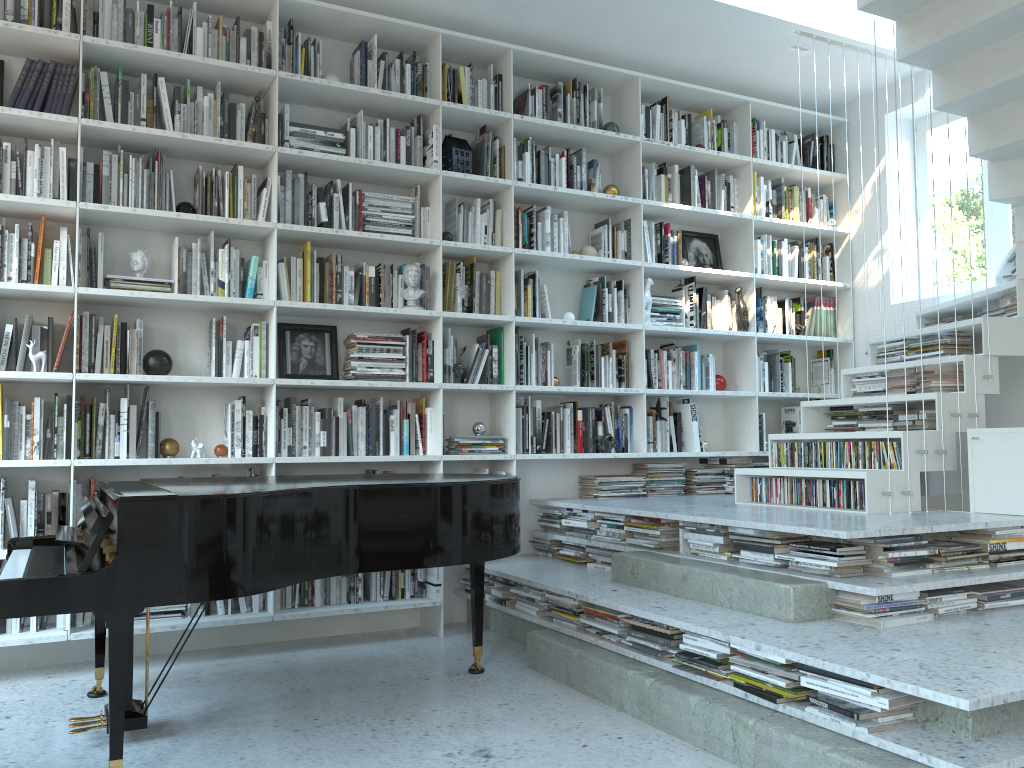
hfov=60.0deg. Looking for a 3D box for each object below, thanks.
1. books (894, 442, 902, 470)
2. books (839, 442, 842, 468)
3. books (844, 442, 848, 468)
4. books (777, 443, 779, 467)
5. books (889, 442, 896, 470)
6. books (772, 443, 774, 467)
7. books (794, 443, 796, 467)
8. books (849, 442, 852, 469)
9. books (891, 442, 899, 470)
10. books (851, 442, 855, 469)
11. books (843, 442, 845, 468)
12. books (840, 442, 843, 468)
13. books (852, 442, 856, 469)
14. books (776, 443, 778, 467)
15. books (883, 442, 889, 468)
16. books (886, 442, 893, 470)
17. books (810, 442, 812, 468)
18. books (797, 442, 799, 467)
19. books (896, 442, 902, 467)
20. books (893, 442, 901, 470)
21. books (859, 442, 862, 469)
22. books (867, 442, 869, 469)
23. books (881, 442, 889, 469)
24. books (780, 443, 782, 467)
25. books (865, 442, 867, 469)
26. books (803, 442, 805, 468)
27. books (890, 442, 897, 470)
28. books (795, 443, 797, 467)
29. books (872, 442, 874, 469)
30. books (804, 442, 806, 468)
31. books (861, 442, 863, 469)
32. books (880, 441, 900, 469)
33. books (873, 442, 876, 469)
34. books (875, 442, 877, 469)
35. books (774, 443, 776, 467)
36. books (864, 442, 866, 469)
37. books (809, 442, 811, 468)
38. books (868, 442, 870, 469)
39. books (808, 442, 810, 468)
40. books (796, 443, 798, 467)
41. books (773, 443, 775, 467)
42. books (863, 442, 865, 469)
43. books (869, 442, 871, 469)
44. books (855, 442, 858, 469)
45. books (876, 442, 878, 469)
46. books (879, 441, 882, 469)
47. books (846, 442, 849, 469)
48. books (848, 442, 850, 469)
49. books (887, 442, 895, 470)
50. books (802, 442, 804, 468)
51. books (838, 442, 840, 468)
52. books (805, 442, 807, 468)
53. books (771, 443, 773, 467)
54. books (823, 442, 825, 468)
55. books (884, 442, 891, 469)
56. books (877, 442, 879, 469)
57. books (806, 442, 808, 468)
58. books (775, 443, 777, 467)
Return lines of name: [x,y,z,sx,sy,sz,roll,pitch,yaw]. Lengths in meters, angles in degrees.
books: [1.758,0.319,3.940,0.125,0.123,0.036,1,-4,-27]
books: [1.610,0.339,4.231,0.125,0.125,0.009,1,-4,-27]
books: [1.624,0.337,4.204,0.125,0.125,0.016,1,-4,-27]
books: [1.426,0.367,4.594,0.125,0.125,0.009,1,-4,-27]
books: [1.744,0.321,3.968,0.125,0.123,0.035,1,-4,-27]
books: [1.409,0.369,4.627,0.125,0.125,0.008,1,-4,-27]
books: [1.478,0.359,4.493,0.125,0.125,0.010,1,-4,-27]
books: [1.639,0.335,4.176,0.125,0.125,0.007,1,-4,-27]
books: [1.751,0.320,3.954,0.125,0.123,0.035,1,-4,-27]
books: [1.643,0.334,4.167,0.125,0.125,0.012,1,-4,-27]
books: [1.619,0.338,4.213,0.125,0.125,0.009,1,-4,-27]
books: [1.615,0.338,4.222,0.125,0.125,0.011,1,-4,-27]
books: [1.648,0.334,4.158,0.125,0.125,0.018,1,-4,-27]
books: [1.423,0.367,4.600,0.125,0.125,0.008,1,-4,-27]
books: [1.730,0.323,3.996,0.125,0.123,0.035,1,-4,-27]
books: [1.738,0.322,3.981,0.125,0.123,0.034,1,-4,-27]
books: [1.527,0.352,4.396,0.125,0.125,0.008,1,-4,-27]
books: [1.489,0.357,4.471,0.125,0.125,0.009,1,-4,-27]
books: [1.762,0.318,3.933,0.125,0.123,0.034,1,-4,-27]
books: [1.755,0.319,3.947,0.125,0.123,0.034,1,-4,-27]
books: [1.664,0.331,4.125,0.125,0.125,0.008,1,-4,-27]
books: [1.683,0.328,4.088,0.125,0.125,0.008,1,-4,-27]
books: [1.726,0.323,4.003,0.125,0.123,0.034,1,-4,-27]
books: [1.433,0.365,4.580,0.125,0.125,0.008,1,-4,-27]
books: [1.680,0.329,4.094,0.125,0.125,0.007,1,-4,-27]
books: [1.506,0.355,4.436,0.125,0.125,0.008,1,-4,-27]
books: [1.748,0.320,3.961,0.125,0.123,0.036,1,-4,-27]
books: [1.481,0.358,4.485,0.125,0.125,0.007,1,-4,-27]
books: [1.696,0.326,4.063,0.125,0.125,0.010,1,-4,-27]
books: [1.510,0.354,4.429,0.125,0.125,0.008,1,-4,-27]
books: [1.669,0.330,4.117,0.125,0.125,0.010,1,-4,-27]
books: [1.718,0.323,4.019,0.125,0.125,0.011,1,-4,-27]
books: [1.700,0.326,4.055,0.125,0.125,0.008,1,-4,-27]
books: [1.704,0.325,4.048,0.125,0.125,0.008,1,-4,-27]
books: [1.416,0.368,4.613,0.125,0.125,0.008,1,-4,-27]
books: [1.677,0.329,4.101,0.125,0.125,0.007,1,-4,-27]
books: [1.523,0.352,4.402,0.125,0.125,0.008,1,-4,-27]
books: [1.687,0.328,4.081,0.125,0.125,0.008,1,-4,-27]
books: [1.520,0.352,4.409,0.125,0.125,0.007,1,-4,-27]
books: [1.485,0.358,4.477,0.125,0.125,0.009,1,-4,-27]
books: [1.412,0.369,4.621,0.125,0.125,0.009,1,-4,-27]
books: [1.673,0.330,4.108,0.125,0.125,0.009,1,-4,-27]
books: [1.690,0.327,4.075,0.125,0.125,0.008,1,-4,-27]
books: [1.654,0.332,4.146,0.125,0.125,0.009,1,-4,-27]
books: [1.707,0.325,4.041,0.125,0.125,0.008,1,-4,-27]
books: [1.714,0.324,4.028,0.125,0.125,0.008,1,-4,-27]
books: [1.631,0.336,4.191,0.125,0.125,0.013,1,-4,-27]
books: [1.635,0.335,4.183,0.125,0.125,0.009,1,-4,-27]
books: [1.741,0.321,3.975,0.125,0.123,0.034,1,-4,-27]
books: [1.503,0.355,4.443,0.125,0.125,0.008,1,-4,-27]
books: [1.606,0.340,4.240,0.125,0.125,0.013,1,-4,-27]
books: [1.513,0.353,4.422,0.125,0.125,0.007,1,-4,-27]
books: [1.405,0.370,4.635,0.125,0.125,0.008,1,-4,-27]
books: [1.566,0.346,4.319,0.125,0.125,0.007,1,-4,-27]
books: [1.734,0.322,3.988,0.125,0.123,0.036,1,-4,-27]
books: [1.710,0.324,4.035,0.125,0.125,0.007,1,-4,-27]
books: [1.517,0.353,4.416,0.125,0.125,0.007,1,-4,-27]
books: [1.420,0.367,4.607,0.125,0.125,0.007,1,-4,-27]
